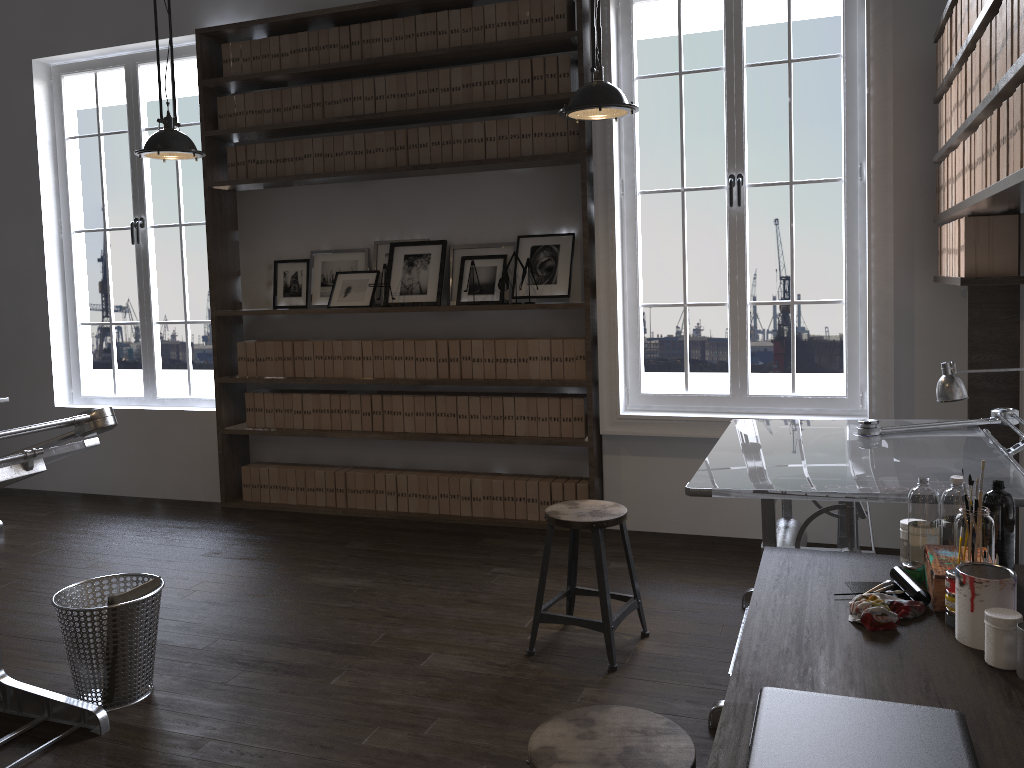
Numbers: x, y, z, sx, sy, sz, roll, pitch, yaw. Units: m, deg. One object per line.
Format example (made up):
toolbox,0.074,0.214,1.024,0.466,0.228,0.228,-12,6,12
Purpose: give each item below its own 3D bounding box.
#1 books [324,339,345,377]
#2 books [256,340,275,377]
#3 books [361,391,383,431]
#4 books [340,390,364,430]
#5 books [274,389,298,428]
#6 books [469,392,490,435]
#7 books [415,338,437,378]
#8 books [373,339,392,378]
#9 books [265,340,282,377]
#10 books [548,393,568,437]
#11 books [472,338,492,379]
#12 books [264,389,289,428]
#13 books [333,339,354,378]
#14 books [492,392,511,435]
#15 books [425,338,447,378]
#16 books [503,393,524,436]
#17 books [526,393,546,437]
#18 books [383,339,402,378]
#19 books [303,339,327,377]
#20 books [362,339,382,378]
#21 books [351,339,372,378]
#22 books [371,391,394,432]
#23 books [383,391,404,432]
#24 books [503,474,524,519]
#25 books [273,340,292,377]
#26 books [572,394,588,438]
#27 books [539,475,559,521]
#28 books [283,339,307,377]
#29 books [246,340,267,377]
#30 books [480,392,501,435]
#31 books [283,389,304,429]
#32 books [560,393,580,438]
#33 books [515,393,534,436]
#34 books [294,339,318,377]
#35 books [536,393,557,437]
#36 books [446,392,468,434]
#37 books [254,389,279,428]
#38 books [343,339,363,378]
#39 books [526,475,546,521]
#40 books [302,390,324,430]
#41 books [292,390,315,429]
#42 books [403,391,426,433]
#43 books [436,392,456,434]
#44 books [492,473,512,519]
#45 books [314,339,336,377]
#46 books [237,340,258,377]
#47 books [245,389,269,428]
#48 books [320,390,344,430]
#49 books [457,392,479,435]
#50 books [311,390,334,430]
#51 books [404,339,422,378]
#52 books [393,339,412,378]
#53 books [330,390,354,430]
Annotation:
books,-1.089,-0.160,5.489,0.067,0.225,0.175,0,5,20
books,-1.552,-0.164,5.653,0.067,0.225,0.175,0,5,20
books,-0.850,0.163,5.426,0.067,0.225,0.175,0,5,20
books,-0.983,0.162,5.475,0.067,0.225,0.175,0,5,20
books,-1.434,0.157,5.642,0.067,0.225,0.175,0,5,20
books,-0.185,0.171,5.178,0.067,0.225,0.175,0,5,20
books,-0.505,-0.152,5.268,0.067,0.225,0.175,0,5,20
books,-0.770,-0.156,5.371,0.067,0.225,0.175,0,5,20
books,-1.491,-0.164,5.635,0.067,0.225,0.175,0,5,20
books,0.266,0.175,5.015,0.067,0.225,0.175,0,5,20
books,-0.168,-0.149,5.145,0.067,0.225,0.175,0,5,20
books,-1.501,0.157,5.662,0.067,0.225,0.175,0,5,20
books,-1.028,-0.158,5.460,0.067,0.225,0.175,0,5,20
books,-0.054,0.172,5.132,0.067,0.225,0.175,0,5,20
books,-0.445,-0.152,5.250,0.067,0.225,0.175,0,5,20
books,0.011,0.173,5.104,0.067,0.225,0.175,0,5,20
books,0.139,0.174,5.061,0.067,0.225,0.175,0,5,20
books,-0.704,-0.155,5.349,0.067,0.225,0.175,0,5,20
books,-1.224,-0.160,5.534,0.067,0.225,0.175,0,5,20
books,-0.838,-0.156,5.391,0.067,0.225,0.175,0,5,20
books,-0.905,-0.157,5.418,0.067,0.225,0.175,0,5,20
books,-0.782,0.165,5.395,0.067,0.225,0.175,0,5,20
books,-0.710,0.165,5.375,0.067,0.225,0.175,0,5,20
books,0.013,0.652,5.145,0.067,0.225,0.175,0,5,20
books,-1.429,-0.163,5.615,0.067,0.225,0.175,0,5,20
books,0.397,0.177,4.963,0.067,0.225,0.175,0,5,20
books,0.213,0.654,5.072,0.067,0.225,0.175,0,5,20
books,-1.361,-0.162,5.584,0.067,0.225,0.175,0,5,20
books,-1.620,-0.165,5.678,0.067,0.225,0.175,0,5,20
books,-0.118,0.171,5.158,0.067,0.225,0.175,0,5,20
books,-1.369,0.158,5.616,0.067,0.225,0.175,0,5,20
books,0.332,0.176,4.991,0.067,0.225,0.175,0,5,20
books,0.080,0.174,5.081,0.067,0.225,0.175,0,5,20
books,-1.289,-0.162,5.563,0.067,0.225,0.175,0,5,20
books,0.200,0.175,5.033,0.067,0.225,0.175,0,5,20
books,-0.322,0.170,5.225,0.067,0.225,0.175,0,5,20
books,-1.570,0.156,5.684,0.067,0.225,0.175,0,5,20
books,-0.964,-0.158,5.441,0.067,0.225,0.175,0,5,20
books,0.145,0.653,5.093,0.067,0.225,0.175,0,5,20
books,-1.236,0.159,5.565,0.067,0.225,0.175,0,5,20
books,-1.305,0.159,5.588,0.067,0.225,0.175,0,5,20
books,-0.582,0.167,5.324,0.067,0.225,0.175,0,5,20
books,-0.380,0.169,5.251,0.067,0.225,0.175,0,5,20
books,-0.052,0.652,5.163,0.067,0.225,0.175,0,5,20
books,-1.156,-0.160,5.514,0.067,0.225,0.175,0,5,20
books,-1.686,-0.166,5.706,0.067,0.225,0.175,0,5,20
books,-1.638,0.156,5.709,0.067,0.225,0.175,0,5,20
books,-1.115,0.161,5.517,0.067,0.225,0.175,0,5,20
books,-0.254,0.171,5.200,0.067,0.225,0.175,0,5,20
books,-1.176,0.160,5.545,0.067,0.225,0.175,0,5,20
books,-0.573,-0.153,5.293,0.067,0.225,0.175,0,5,20
books,-0.640,-0.154,5.321,0.067,0.225,0.175,0,5,20
books,-1.050,0.161,5.499,0.067,0.225,0.175,0,5,20
